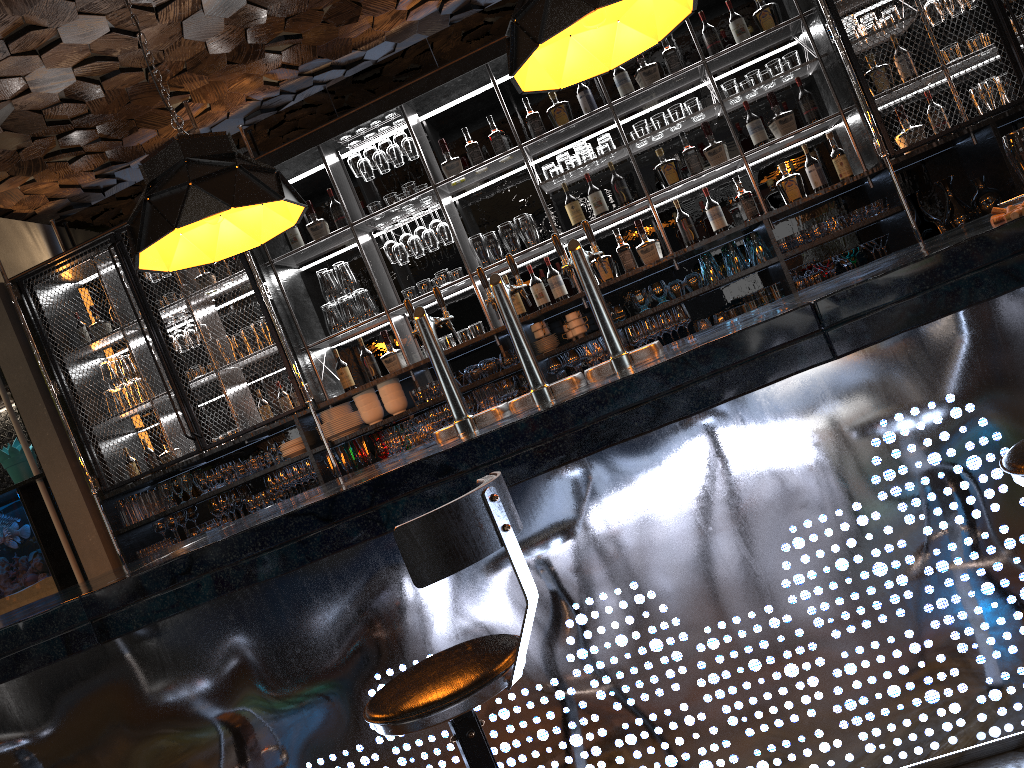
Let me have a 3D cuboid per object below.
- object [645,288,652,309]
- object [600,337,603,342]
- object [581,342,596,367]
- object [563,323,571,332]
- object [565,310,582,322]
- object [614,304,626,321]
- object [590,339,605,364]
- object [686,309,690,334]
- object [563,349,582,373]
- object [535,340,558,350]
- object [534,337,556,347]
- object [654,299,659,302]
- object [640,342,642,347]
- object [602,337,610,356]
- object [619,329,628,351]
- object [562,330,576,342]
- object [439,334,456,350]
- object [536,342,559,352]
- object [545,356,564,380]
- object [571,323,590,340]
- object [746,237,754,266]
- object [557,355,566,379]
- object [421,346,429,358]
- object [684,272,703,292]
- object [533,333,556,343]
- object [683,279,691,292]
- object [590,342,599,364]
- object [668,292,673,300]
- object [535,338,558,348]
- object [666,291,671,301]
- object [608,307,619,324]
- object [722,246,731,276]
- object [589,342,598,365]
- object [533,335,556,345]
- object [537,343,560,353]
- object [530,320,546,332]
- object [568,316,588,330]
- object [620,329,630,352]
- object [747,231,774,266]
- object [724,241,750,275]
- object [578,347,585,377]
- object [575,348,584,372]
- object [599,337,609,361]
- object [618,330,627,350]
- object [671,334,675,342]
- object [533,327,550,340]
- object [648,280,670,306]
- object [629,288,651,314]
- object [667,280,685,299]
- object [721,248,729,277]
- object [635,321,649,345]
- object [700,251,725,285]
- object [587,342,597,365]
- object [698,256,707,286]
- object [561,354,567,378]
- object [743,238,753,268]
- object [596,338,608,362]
[{"bbox_3d":[0.763,-0.484,5.207,0.100,0.125,0.100,-22,0,-32],"label":"object"},{"bbox_3d":[0.567,-0.170,5.411,0.058,0.234,0.058,-22,0,-36],"label":"object"},{"bbox_3d":[0.462,-0.126,5.154,0.058,0.234,0.058,-22,0,-37],"label":"object"},{"bbox_3d":[0.358,-0.335,5.299,0.094,0.069,0.105,-22,0,-12],"label":"object"},{"bbox_3d":[0.364,-0.386,5.194,0.094,0.068,0.106,-22,0,11],"label":"object"},{"bbox_3d":[0.633,-0.416,5.219,0.058,0.099,0.067,-22,0,23],"label":"object"},{"bbox_3d":[0.515,-0.148,5.152,0.058,0.234,0.058,-22,0,14],"label":"object"},{"bbox_3d":[1.034,-0.359,5.286,0.091,0.229,0.091,-22,0,8],"label":"object"},{"bbox_3d":[0.376,-0.088,5.188,0.108,0.227,0.108,-22,0,-19],"label":"object"},{"bbox_3d":[0.212,-0.224,5.256,0.149,0.023,0.149,-22,0,-5],"label":"object"},{"bbox_3d":[0.204,-0.244,5.255,0.149,0.026,0.148,-22,0,17],"label":"object"},{"bbox_3d":[0.883,-0.534,5.303,0.108,0.126,0.108,-22,0,-18],"label":"object"},{"bbox_3d":[0.770,-0.251,5.338,0.091,0.229,0.091,-23,0,-44],"label":"object"},{"bbox_3d":[0.576,-0.172,5.121,0.049,0.231,0.049,-22,0,22],"label":"object"},{"bbox_3d":[0.658,-0.206,5.171,0.049,0.231,0.049,-22,0,15],"label":"object"},{"bbox_3d":[0.369,-0.291,5.302,0.106,0.067,0.094,-22,0,-27],"label":"object"},{"bbox_3d":[-0.391,-0.248,5.410,0.089,0.092,0.089,-22,0,-26],"label":"object"},{"bbox_3d":[0.216,-0.213,5.256,0.149,0.023,0.149,-22,0,-21],"label":"object"},{"bbox_3d":[0.271,-0.044,5.208,0.108,0.227,0.108,-22,0,2],"label":"object"},{"bbox_3d":[0.404,-0.305,5.201,0.106,0.067,0.094,-22,0,-1],"label":"object"},{"bbox_3d":[1.386,-0.765,5.019,0.115,0.172,0.101,-22,0,-5],"label":"object"},{"bbox_3d":[0.295,-0.055,5.324,0.108,0.227,0.108,-22,0,-10],"label":"object"},{"bbox_3d":[-0.498,-0.204,5.445,0.089,0.092,0.089,-22,0,-18],"label":"object"},{"bbox_3d":[1.026,-0.576,5.001,0.098,0.097,0.098,-22,0,45],"label":"object"},{"bbox_3d":[0.193,-0.263,5.255,0.149,0.026,0.148,-22,0,17],"label":"object"},{"bbox_3d":[1.041,-0.583,5.107,0.098,0.097,0.098,-22,0,35],"label":"object"},{"bbox_3d":[0.504,-0.145,5.391,0.058,0.234,0.058,-22,0,13],"label":"object"},{"bbox_3d":[0.978,-0.557,5.304,0.098,0.097,0.098,-22,0,2],"label":"object"},{"bbox_3d":[0.206,-0.235,5.255,0.149,0.024,0.149,-22,0,10],"label":"object"},{"bbox_3d":[0.864,-0.526,5.181,0.108,0.126,0.108,-22,0,5],"label":"object"},{"bbox_3d":[0.580,-0.394,5.124,0.058,0.099,0.067,-23,0,-44],"label":"object"},{"bbox_3d":[1.256,-0.712,5.049,0.101,0.172,0.115,-22,0,40],"label":"object"},{"bbox_3d":[0.490,-0.138,5.309,0.058,0.234,0.058,-22,0,-14],"label":"object"},{"bbox_3d":[0.199,-0.253,5.255,0.149,0.025,0.149,-22,0,-27],"label":"object"},{"bbox_3d":[0.219,-0.203,5.256,0.149,0.022,0.149,-22,0,-21],"label":"object"},{"bbox_3d":[0.158,-0.331,5.255,0.094,0.069,0.106,-22,0,17],"label":"object"},{"bbox_3d":[0.385,-0.347,5.204,0.106,0.069,0.094,-22,0,-38],"label":"object"},{"bbox_3d":[0.674,-0.212,5.234,0.049,0.231,0.049,-22,0,19],"label":"object"},{"bbox_3d":[1.360,-0.754,4.905,0.101,0.172,0.115,-22,0,40],"label":"object"},{"bbox_3d":[1.238,-0.704,4.922,0.115,0.172,0.101,-22,0,-5],"label":"object"},{"bbox_3d":[0.419,-0.106,5.423,0.108,0.227,0.108,-23,0,-43],"label":"object"},{"bbox_3d":[0.398,-0.097,5.304,0.108,0.227,0.108,-22,0,-25],"label":"object"},{"bbox_3d":[0.558,-0.166,5.331,0.058,0.234,0.058,-22,0,-12],"label":"object"},{"bbox_3d":[0.645,-0.200,5.108,0.049,0.231,0.049,-22,0,6],"label":"object"},{"bbox_3d":[0.942,-0.322,5.302,0.091,0.229,0.091,-22,0,-21],"label":"object"},{"bbox_3d":[0.184,-0.294,5.253,0.107,0.070,0.094,-22,0,41],"label":"object"},{"bbox_3d":[0.843,-0.517,5.068,0.108,0.126,0.108,-22,0,45],"label":"object"},{"bbox_3d":[0.742,-0.475,5.086,0.100,0.125,0.100,-23,0,-40],"label":"object"},{"bbox_3d":[0.933,-0.538,5.026,0.098,0.097,0.098,-22,0,-10],"label":"object"},{"bbox_3d":[1.274,-0.719,5.167,0.101,0.172,0.115,-22,0,15],"label":"object"},{"bbox_3d":[0.783,-0.256,5.220,0.091,0.229,0.091,-22,0,31],"label":"object"},{"bbox_3d":[1.110,-0.651,4.958,0.115,0.172,0.101,-22,0,40],"label":"object"},{"bbox_3d":[0.478,-0.133,5.237,0.058,0.234,0.058,-22,0,33],"label":"object"},{"bbox_3d":[1.126,-0.658,5.077,0.115,0.172,0.101,-22,0,20],"label":"object"},{"bbox_3d":[0.317,-0.064,5.444,0.108,0.227,0.108,-22,0,42],"label":"object"},{"bbox_3d":[1.400,-0.771,5.146,0.115,0.172,0.101,-22,0,20],"label":"object"},{"bbox_3d":[0.540,-0.159,5.244,0.058,0.234,0.058,-22,0,44],"label":"object"}]
